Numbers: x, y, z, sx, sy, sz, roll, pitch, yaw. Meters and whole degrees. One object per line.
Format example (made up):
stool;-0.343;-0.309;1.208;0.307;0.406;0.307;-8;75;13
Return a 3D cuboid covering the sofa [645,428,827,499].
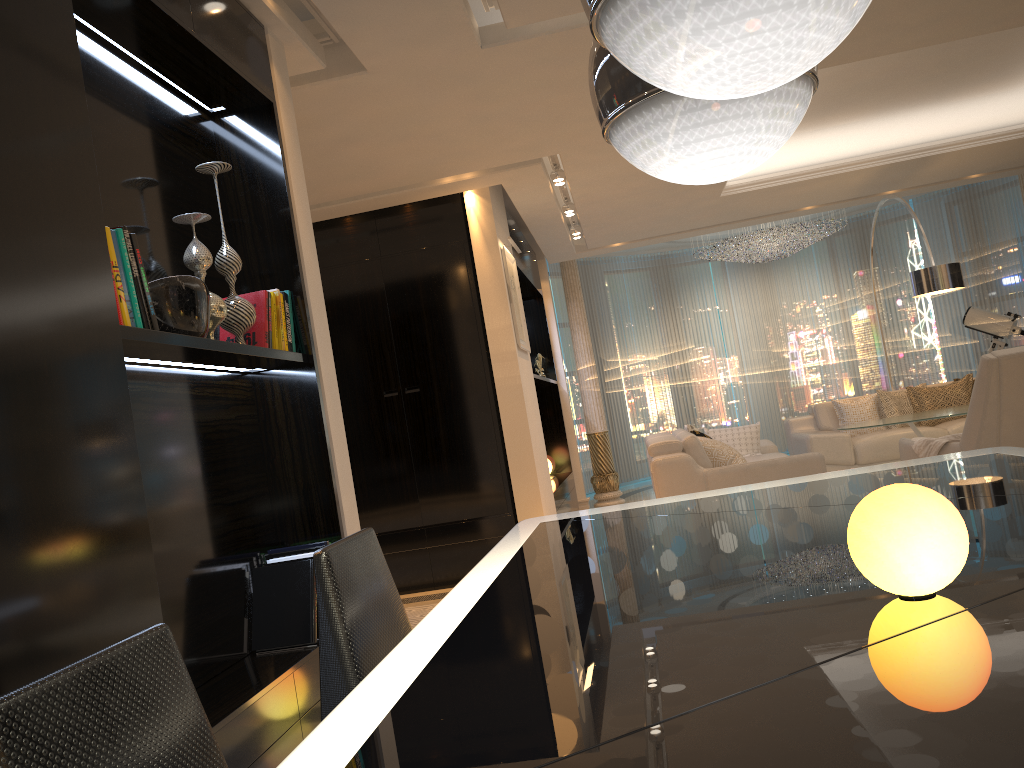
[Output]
sofa;1.680;0.703;7.019;1.145;0.754;2.328;-10;-3;7

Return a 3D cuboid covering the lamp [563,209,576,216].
lamp;0.475;-1.461;7.383;0.107;0.127;0.107;-9;-3;-11

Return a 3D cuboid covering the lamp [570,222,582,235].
lamp;0.587;-1.441;8.196;0.107;0.127;0.107;-9;-3;-11

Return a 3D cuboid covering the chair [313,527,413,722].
chair;-0.039;0.689;1.714;0.496;0.858;0.523;-10;-3;7

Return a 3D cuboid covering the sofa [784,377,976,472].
sofa;3.770;0.401;8.050;2.328;0.754;1.145;-10;-3;7

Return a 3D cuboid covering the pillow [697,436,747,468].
pillow;1.546;0.528;6.518;0.351;0.329;0.521;-10;-3;7

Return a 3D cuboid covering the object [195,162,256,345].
object;-0.917;-0.400;2.861;0.121;0.612;0.121;-10;-3;3

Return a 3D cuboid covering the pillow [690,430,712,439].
pillow;1.593;0.507;6.974;0.323;0.355;0.524;-10;-3;8

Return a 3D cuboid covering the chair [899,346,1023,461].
chair;2.889;0.292;5.151;1.027;0.991;0.983;-10;-3;7

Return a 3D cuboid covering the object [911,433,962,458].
object;3.130;0.453;5.168;0.972;0.580;1.347;-7;-4;-45

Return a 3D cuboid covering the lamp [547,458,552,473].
lamp;0.307;0.855;9.109;0.212;0.214;0.213;-8;-3;-32

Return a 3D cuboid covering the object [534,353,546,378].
object;0.286;-0.160;8.994;0.116;0.293;0.182;-10;-3;5

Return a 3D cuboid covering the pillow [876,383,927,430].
pillow;3.615;0.225;8.162;0.587;0.429;0.288;-9;-3;-18

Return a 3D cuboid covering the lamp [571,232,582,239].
lamp;0.601;-1.425;8.324;0.107;0.127;0.107;-9;-3;-11

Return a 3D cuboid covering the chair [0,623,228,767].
chair;-0.155;0.669;0.873;0.496;0.858;0.523;-10;-3;7

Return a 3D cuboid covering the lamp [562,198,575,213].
lamp;0.458;-1.463;7.262;0.107;0.127;0.107;-10;-3;19

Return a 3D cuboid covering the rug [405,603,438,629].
rug;-2.721;1.726;5.064;5.025;0.015;1.526;-10;-3;7

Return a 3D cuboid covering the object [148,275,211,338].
object;-0.937;-0.191;2.438;0.193;0.177;0.375;-10;-3;8

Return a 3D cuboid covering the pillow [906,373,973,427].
pillow;3.916;0.164;8.048;0.575;0.436;0.301;-10;-3;14

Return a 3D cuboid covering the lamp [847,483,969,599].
lamp;0.444;0.175;0.997;0.125;0.125;0.125;-8;-3;-32

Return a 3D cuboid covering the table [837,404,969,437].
table;3.601;0.443;6.692;2.140;0.565;0.999;-10;-3;7

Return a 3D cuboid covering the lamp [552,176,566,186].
lamp;0.334;-1.485;6.355;0.107;0.127;0.107;-10;-3;19

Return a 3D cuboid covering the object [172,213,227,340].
object;-0.947;-0.304;2.710;0.121;0.416;0.121;-10;-3;3

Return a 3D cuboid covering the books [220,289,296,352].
books;-0.876;-0.207;3.045;0.189;0.238;0.290;-10;-3;6

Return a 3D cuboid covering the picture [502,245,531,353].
picture;0.031;-0.597;6.425;0.027;0.729;0.610;-10;-3;7

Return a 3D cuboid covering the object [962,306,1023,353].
object;5.162;-0.139;9.261;0.616;1.471;0.570;-10;-3;14

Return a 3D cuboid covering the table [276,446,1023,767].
table;0.511;0.607;0.883;1.293;0.759;3.031;-10;-3;7

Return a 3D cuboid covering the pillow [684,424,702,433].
pillow;1.610;0.511;7.433;0.255;0.399;0.526;-10;-3;7

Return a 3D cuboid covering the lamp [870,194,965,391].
lamp;3.610;-0.472;7.980;0.393;2.519;2.009;-10;-3;7

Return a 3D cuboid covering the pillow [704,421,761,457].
pillow;1.904;0.502;7.686;0.521;0.325;0.281;-10;-3;17

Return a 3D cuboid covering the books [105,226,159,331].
books;-1.004;-0.244;2.134;0.210;0.270;0.236;-10;-3;7

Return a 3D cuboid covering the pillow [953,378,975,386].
pillow;4.305;0.095;7.971;0.575;0.436;0.301;-12;-3;39

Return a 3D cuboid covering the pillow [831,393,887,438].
pillow;3.223;0.293;8.185;0.463;0.380;0.222;-10;-3;12

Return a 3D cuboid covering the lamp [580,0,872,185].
lamp;0.181;-0.993;0.942;0.408;1.226;1.827;-10;-3;7

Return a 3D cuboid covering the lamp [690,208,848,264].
lamp;3.111;-1.827;10.802;2.109;0.685;2.109;-7;-3;-37

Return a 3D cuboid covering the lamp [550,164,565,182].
lamp;0.318;-1.488;6.241;0.107;0.127;0.107;-10;-3;19

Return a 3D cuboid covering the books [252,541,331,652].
books;-0.715;0.698;2.971;0.222;0.296;0.345;-10;-3;7
